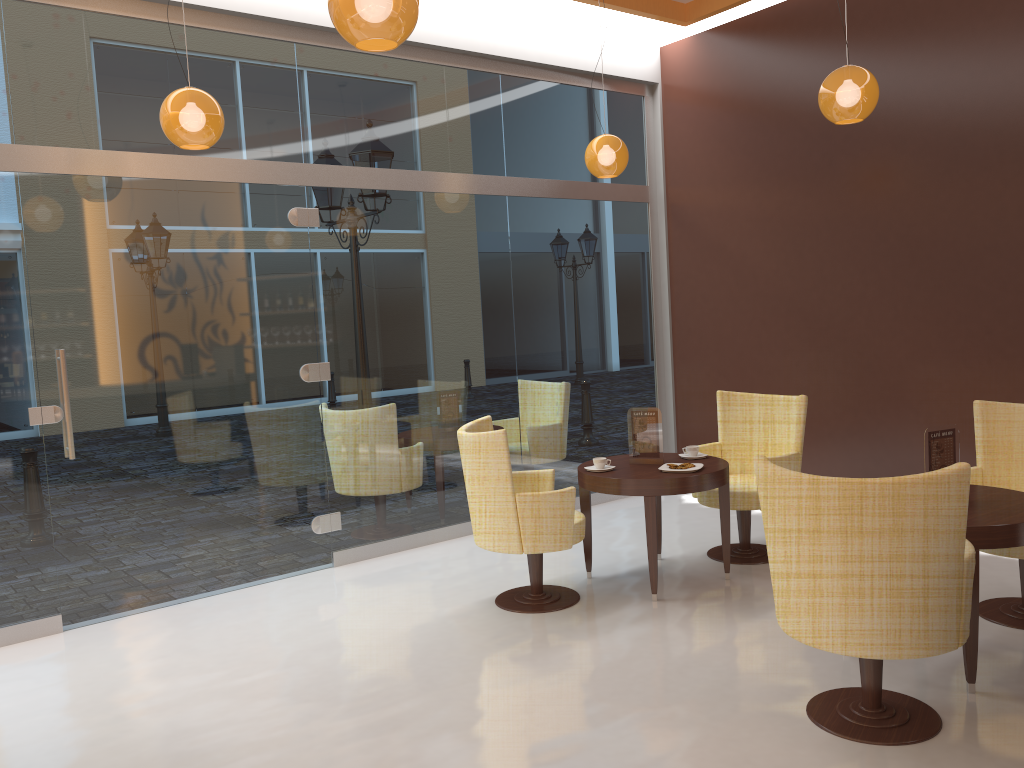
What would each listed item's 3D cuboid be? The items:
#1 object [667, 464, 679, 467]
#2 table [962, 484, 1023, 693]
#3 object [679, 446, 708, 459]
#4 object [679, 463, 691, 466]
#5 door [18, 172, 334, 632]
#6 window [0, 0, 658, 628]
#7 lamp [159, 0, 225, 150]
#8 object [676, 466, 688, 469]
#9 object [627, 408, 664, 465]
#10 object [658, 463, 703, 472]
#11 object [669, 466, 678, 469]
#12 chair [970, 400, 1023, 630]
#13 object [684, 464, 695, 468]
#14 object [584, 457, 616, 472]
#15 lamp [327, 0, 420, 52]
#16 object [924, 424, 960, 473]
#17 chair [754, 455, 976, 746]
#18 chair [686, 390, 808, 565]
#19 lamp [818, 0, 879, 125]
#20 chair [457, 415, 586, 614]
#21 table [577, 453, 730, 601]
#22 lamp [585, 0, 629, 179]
[{"bbox_3d":[0.904,0.458,4.994,0.052,0.016,0.055,-7,6,-38],"label":"object"},{"bbox_3d":[1.882,0.851,3.892,0.872,0.679,0.874,-3,4,9],"label":"table"},{"bbox_3d":[1.092,0.411,5.346,0.153,0.069,0.153,-4,4,-16],"label":"object"},{"bbox_3d":[0.979,0.457,5.024,0.051,0.018,0.054,-7,6,-39],"label":"object"},{"bbox_3d":[-1.906,0.046,5.299,1.640,2.499,0.020,-7,5,-38],"label":"door"},{"bbox_3d":[-1.934,-0.451,5.261,8.200,3.380,0.040,-7,5,-38],"label":"window"},{"bbox_3d":[-1.594,-1.903,4.279,0.299,1.500,0.299,-1,5,27],"label":"lamp"},{"bbox_3d":[0.948,0.468,4.941,0.055,0.014,0.053,0,5,35],"label":"object"},{"bbox_3d":[0.784,0.305,5.211,0.209,0.335,0.042,-1,5,27],"label":"object"},{"bbox_3d":[0.949,0.472,4.981,0.234,0.020,0.234,-1,5,24],"label":"object"},{"bbox_3d":[0.905,0.469,4.959,0.054,0.018,0.051,-3,4,10],"label":"object"},{"bbox_3d":[2.536,0.612,4.315,0.685,1.017,0.729,-6,5,-31],"label":"chair"},{"bbox_3d":[0.998,0.461,4.982,0.052,0.018,0.055,-4,4,-14],"label":"object"},{"bbox_3d":[0.505,0.463,5.104,0.153,0.069,0.153,-7,5,-37],"label":"object"},{"bbox_3d":[-0.487,-1.859,2.860,0.299,1.500,0.299,-5,5,-27],"label":"lamp"},{"bbox_3d":[1.865,0.347,3.843,0.209,0.335,0.042,-5,5,-24],"label":"object"},{"bbox_3d":[1.312,0.759,3.296,0.729,1.017,0.685,-1,5,30],"label":"chair"},{"bbox_3d":[1.500,0.572,5.627,0.685,1.017,0.729,-6,5,-35],"label":"chair"},{"bbox_3d":[1.715,-2.114,4.569,0.299,1.500,0.299,-1,5,30],"label":"lamp"},{"bbox_3d":[0.065,0.706,4.933,0.685,1.017,0.729,-4,4,-6],"label":"chair"},{"bbox_3d":[0.839,0.811,5.215,0.872,0.679,0.874,-3,4,9],"label":"table"},{"bbox_3d":[0.609,-2.158,5.988,0.299,1.500,0.299,-2,5,20],"label":"lamp"}]
